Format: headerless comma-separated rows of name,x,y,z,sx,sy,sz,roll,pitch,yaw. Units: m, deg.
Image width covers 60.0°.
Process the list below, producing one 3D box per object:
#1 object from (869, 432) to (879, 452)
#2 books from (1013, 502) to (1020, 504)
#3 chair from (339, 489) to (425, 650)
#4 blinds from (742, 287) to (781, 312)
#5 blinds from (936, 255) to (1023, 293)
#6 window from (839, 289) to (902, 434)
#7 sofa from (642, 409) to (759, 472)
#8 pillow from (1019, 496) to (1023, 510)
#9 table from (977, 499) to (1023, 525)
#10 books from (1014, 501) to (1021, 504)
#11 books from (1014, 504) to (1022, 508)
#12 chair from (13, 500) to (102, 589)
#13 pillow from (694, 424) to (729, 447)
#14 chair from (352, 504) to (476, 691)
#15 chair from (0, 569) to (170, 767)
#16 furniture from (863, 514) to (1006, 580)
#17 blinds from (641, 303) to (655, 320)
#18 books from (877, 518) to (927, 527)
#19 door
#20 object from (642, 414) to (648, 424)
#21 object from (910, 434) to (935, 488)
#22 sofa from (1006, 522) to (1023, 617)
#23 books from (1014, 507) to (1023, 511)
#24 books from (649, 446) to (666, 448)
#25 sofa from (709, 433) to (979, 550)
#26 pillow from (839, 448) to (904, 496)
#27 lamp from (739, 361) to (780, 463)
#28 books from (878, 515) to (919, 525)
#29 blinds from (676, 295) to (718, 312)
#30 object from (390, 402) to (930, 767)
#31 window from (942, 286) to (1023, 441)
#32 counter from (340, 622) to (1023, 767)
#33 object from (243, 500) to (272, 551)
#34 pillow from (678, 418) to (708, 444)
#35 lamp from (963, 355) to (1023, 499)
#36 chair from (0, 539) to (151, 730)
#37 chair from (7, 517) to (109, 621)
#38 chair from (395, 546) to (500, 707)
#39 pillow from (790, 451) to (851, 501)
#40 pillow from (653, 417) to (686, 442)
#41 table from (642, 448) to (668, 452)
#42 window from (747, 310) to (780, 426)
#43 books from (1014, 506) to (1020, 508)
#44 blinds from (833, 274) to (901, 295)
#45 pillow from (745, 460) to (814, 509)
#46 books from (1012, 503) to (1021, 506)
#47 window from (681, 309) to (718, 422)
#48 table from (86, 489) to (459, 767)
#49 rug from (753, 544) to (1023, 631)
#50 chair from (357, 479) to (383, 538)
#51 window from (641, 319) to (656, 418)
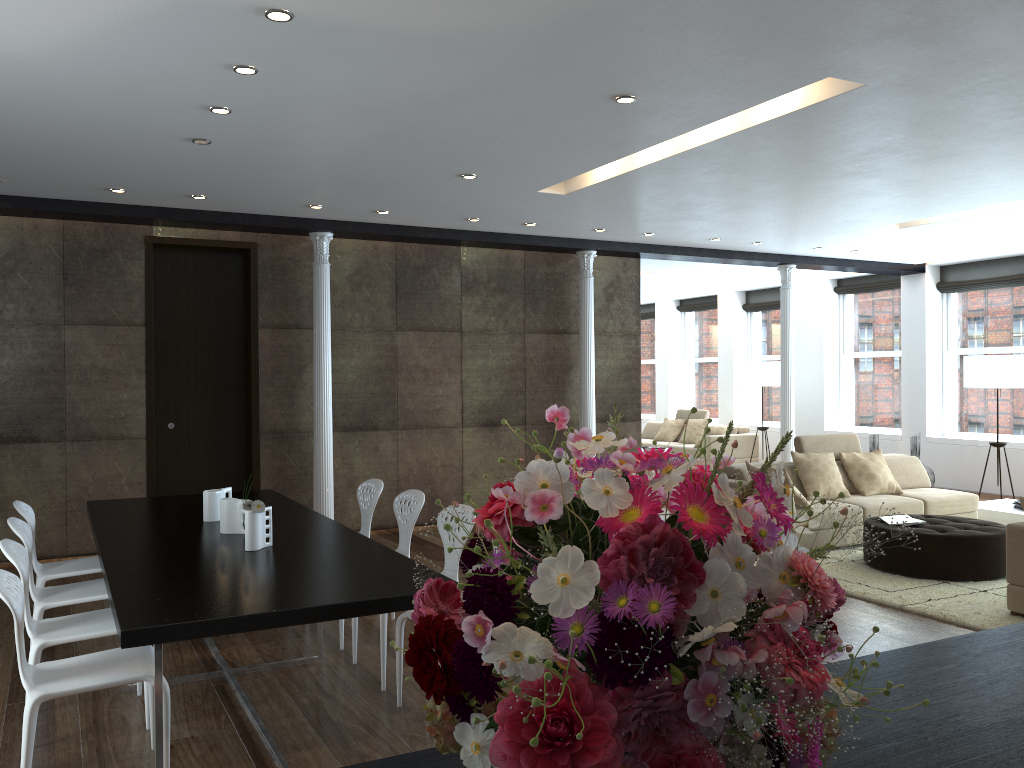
object,4.821,1.010,11.807,0.458,0.781,0.458,-1,0,-28
books,5.115,1.177,8.678,0.220,0.010,0.300,-1,0,-12
chair,-0.820,1.069,5.304,0.581,0.835,0.495,-1,0,-27
blinds,4.392,-1.434,14.926,0.156,0.393,1.342,-1,0,-27
blinds,6.157,-1.422,11.470,0.183,0.395,1.431,-1,0,-27
window,5.404,-0.414,13.123,0.123,2.400,1.391,-1,0,-27
sofa,2.922,0.916,15.097,1.018,0.950,2.581,-1,0,-27
pillow,3.431,0.874,5.410,0.395,0.393,0.518,-1,0,-31
table,5.097,1.314,8.870,0.900,0.170,0.900,-1,0,-27
books,5.090,1.168,8.681,0.220,0.010,0.300,0,0,8
books,5.090,1.206,8.682,0.220,0.010,0.300,0,0,8
chair,-2.578,1.084,5.181,0.581,0.835,0.495,-1,0,-27
pillow,3.185,0.814,14.091,0.518,0.393,0.395,-1,0,-31
chair,-0.491,1.072,4.645,0.581,0.835,0.495,-1,0,-27
chair,-1.612,1.090,3.308,0.581,0.835,0.495,-1,0,-27
furniture,3.300,1.250,6.902,1.057,0.355,1.057,-1,0,-25
blinds,2.738,-1.477,18.132,0.156,0.327,1.377,-1,0,-27
books,3.055,1.074,6.954,0.219,0.031,0.300,-1,0,-12
door,-2.937,0.077,8.355,1.000,2.814,0.510,-1,0,-27
object,1.902,0.863,16.610,1.119,1.014,1.125,-1,1,-41
object,5.228,1.009,11.492,0.458,0.781,0.458,-1,0,-28
sofa,4.437,0.972,5.676,2.581,0.950,1.021,-1,0,-27
books,5.090,1.226,8.682,0.220,0.010,0.300,0,0,8
books,2.211,0.980,13.685,0.300,0.010,0.220,-1,0,-12
sofa,3.086,0.964,8.295,2.581,0.950,1.021,-1,0,-27
pillow,3.414,0.841,8.465,0.519,0.416,0.368,-1,0,-23
lamp,3.820,0.528,13.511,0.698,1.728,0.698,0,0,-4
books,3.029,1.067,6.957,0.220,0.040,0.301,0,0,8
blinds,3.570,-1.498,16.518,0.156,0.275,1.442,-1,0,-27
object,0.147,0.299,1.086,0.544,0.552,0.570,-1,0,-21
window,6.234,-0.409,11.513,0.123,2.400,1.432,-1,0,-27
counter,0.249,0.592,1.028,3.700,0.040,1.000,-1,0,-27
object,-1.167,0.649,4.113,0.076,0.233,0.161,0,1,44
pillow,3.048,0.787,14.875,0.301,0.439,0.534,-1,0,-31
lamp,5.557,0.540,10.144,0.698,1.728,0.698,0,0,-4
chair,-1.934,1.088,3.932,0.581,0.835,0.495,-1,0,-27
chair,-2.256,1.086,4.556,0.581,0.835,0.495,-1,0,-27
chair,-0.173,1.074,4.019,0.581,0.835,0.495,-1,0,-27
pillow,2.853,0.837,8.190,0.534,0.439,0.301,-1,0,-24
pillow,2.750,0.796,15.425,0.368,0.416,0.519,-1,0,-32
table,1.957,1.194,13.547,1.022,0.393,1.022,0,0,17
window,4.456,-0.420,14.961,0.123,2.400,1.345,-1,0,-27
books,5.115,1.216,8.678,0.220,0.010,0.300,0,0,-7
blinds,5.340,-1.487,13.088,0.156,0.275,1.396,-1,0,-27
pillow,2.286,0.867,7.630,0.395,0.393,0.518,-1,0,-24
books,5.090,1.187,8.682,0.220,0.010,0.300,0,0,-2
window,3.633,-0.425,16.556,0.123,2.400,1.444,-1,0,-27
table,-1.474,1.131,4.578,1.200,0.733,3.400,-1,0,-27
rug,4.074,1.428,7.328,4.231,0.020,2.972,-1,0,-27
chair,-1.157,1.068,5.913,0.581,0.835,0.495,-1,0,-27
window,5.460,0.097,26.469,34.761,17.917,13.698,-1,0,-27
